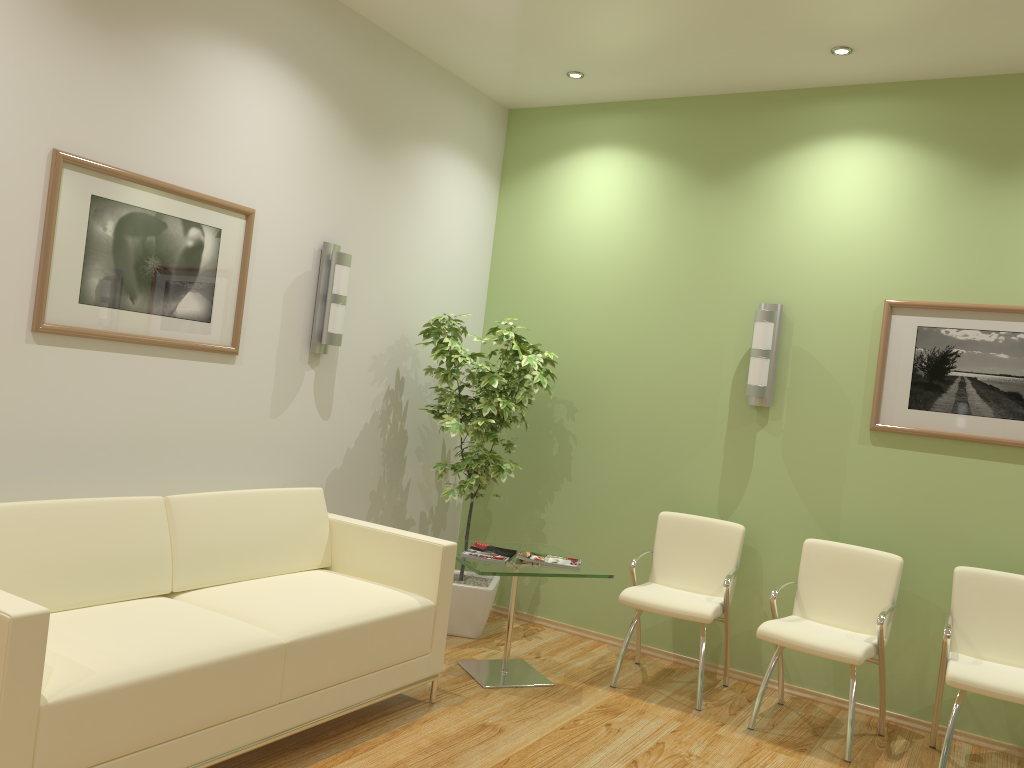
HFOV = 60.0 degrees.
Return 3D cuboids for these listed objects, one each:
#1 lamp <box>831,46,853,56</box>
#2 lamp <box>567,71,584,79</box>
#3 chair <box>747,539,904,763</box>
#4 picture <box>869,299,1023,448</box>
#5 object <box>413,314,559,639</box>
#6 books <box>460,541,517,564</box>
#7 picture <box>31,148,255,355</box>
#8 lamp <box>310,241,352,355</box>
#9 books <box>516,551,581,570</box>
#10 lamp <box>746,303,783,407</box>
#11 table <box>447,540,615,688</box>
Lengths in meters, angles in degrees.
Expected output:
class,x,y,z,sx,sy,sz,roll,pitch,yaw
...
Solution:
class,x,y,z,sx,sy,sz,roll,pitch,yaw
lamp,1.649,-1.663,4.437,0.105,0.011,0.105,7,0,12
lamp,0.372,-1.813,5.209,0.105,0.011,0.105,7,0,-33
chair,1.535,1.247,4.320,0.536,0.881,0.650,7,0,36
picture,2.361,-0.054,4.446,1.000,0.700,0.025,7,0,31
object,-0.220,0.529,5.268,0.668,1.900,0.943,7,0,39
books,-0.113,0.862,4.554,0.230,0.031,0.328,7,0,11
picture,-1.514,-0.513,3.781,0.025,0.700,1.000,7,0,31
lamp,-0.938,-0.444,4.634,0.142,0.580,0.134,7,0,31
books,0.192,0.899,4.571,0.328,0.031,0.230,7,0,6
lamp,1.402,-0.166,4.958,0.134,0.580,0.142,7,0,31
table,0.000,1.201,4.604,0.736,0.614,0.736,7,0,-24
